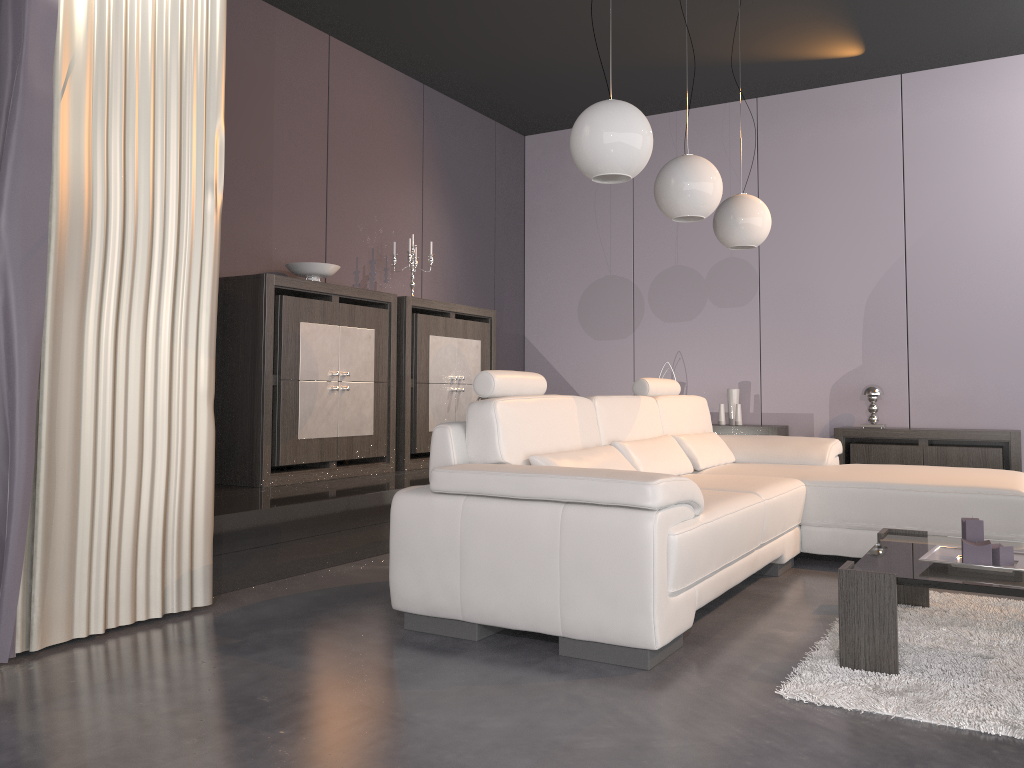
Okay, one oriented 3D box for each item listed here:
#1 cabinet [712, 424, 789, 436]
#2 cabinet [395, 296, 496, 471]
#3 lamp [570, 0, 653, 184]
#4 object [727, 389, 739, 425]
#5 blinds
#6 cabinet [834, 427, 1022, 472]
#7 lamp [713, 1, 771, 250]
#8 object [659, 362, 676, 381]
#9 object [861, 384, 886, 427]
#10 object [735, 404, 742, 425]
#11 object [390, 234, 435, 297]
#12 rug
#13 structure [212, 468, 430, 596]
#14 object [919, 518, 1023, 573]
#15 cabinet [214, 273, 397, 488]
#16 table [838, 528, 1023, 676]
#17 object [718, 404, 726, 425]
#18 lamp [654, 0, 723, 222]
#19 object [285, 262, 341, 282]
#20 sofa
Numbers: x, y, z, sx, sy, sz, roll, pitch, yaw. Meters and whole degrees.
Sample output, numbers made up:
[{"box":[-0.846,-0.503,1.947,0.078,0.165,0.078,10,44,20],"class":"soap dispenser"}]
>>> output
[{"box":[1.427,0.574,6.448,1.071,0.556,0.376,-1,-3,30],"class":"cabinet"},{"box":[-0.519,0.001,5.983,0.411,1.078,1.070,-2,-3,30],"class":"cabinet"},{"box":[0.369,-1.463,3.309,0.307,1.419,0.305,0,-3,-2],"class":"lamp"},{"box":[1.612,0.165,6.449,0.089,0.264,0.089,1,-3,-8],"class":"object"},{"box":[-1.556,-0.716,2.232,0.248,3.005,3.282,-2,-3,31],"class":"blinds"},{"box":[2.678,0.570,5.723,1.071,0.556,0.376,-1,-3,30],"class":"cabinet"},{"box":[1.243,-1.441,4.817,0.306,1.419,0.306,-2,-4,33],"class":"lamp"},{"box":[1.163,0.065,6.631,0.123,0.467,0.108,-2,-4,31],"class":"object"},{"box":[2.418,0.145,5.932,0.140,0.285,0.140,-2,-3,30],"class":"object"},{"box":[1.621,0.220,6.339,0.051,0.152,0.051,0,-3,9],"class":"object"},{"box":[-0.654,-0.763,5.821,0.229,0.447,0.229,3,-4,-42],"class":"object"},{"box":[1.426,0.796,2.671,0.916,0.023,1.524,0,-1,30],"class":"rug"},{"box":[-1.981,0.646,2.908,1.000,0.301,8.757,0,-1,30],"class":"structure"},{"box":[1.386,0.463,2.599,0.304,0.137,0.304,-1,-1,35],"class":"object"},{"box":[-1.104,-0.014,4.978,0.411,1.078,1.070,-2,-3,30],"class":"cabinet"},{"box":[1.442,0.658,2.687,0.700,0.271,0.904,0,-1,30],"class":"table"},{"box":[1.516,0.220,6.400,0.051,0.152,0.051,0,-3,9],"class":"object"},{"box":[0.799,-1.452,4.047,0.306,1.419,0.306,-2,-4,33],"class":"lamp"},{"box":[-1.132,-0.610,5.031,0.308,0.117,0.308,1,-1,-26],"class":"object"},{"box":[1.100,0.386,3.684,1.867,0.861,2.857,-1,-1,30],"class":"sofa"}]
